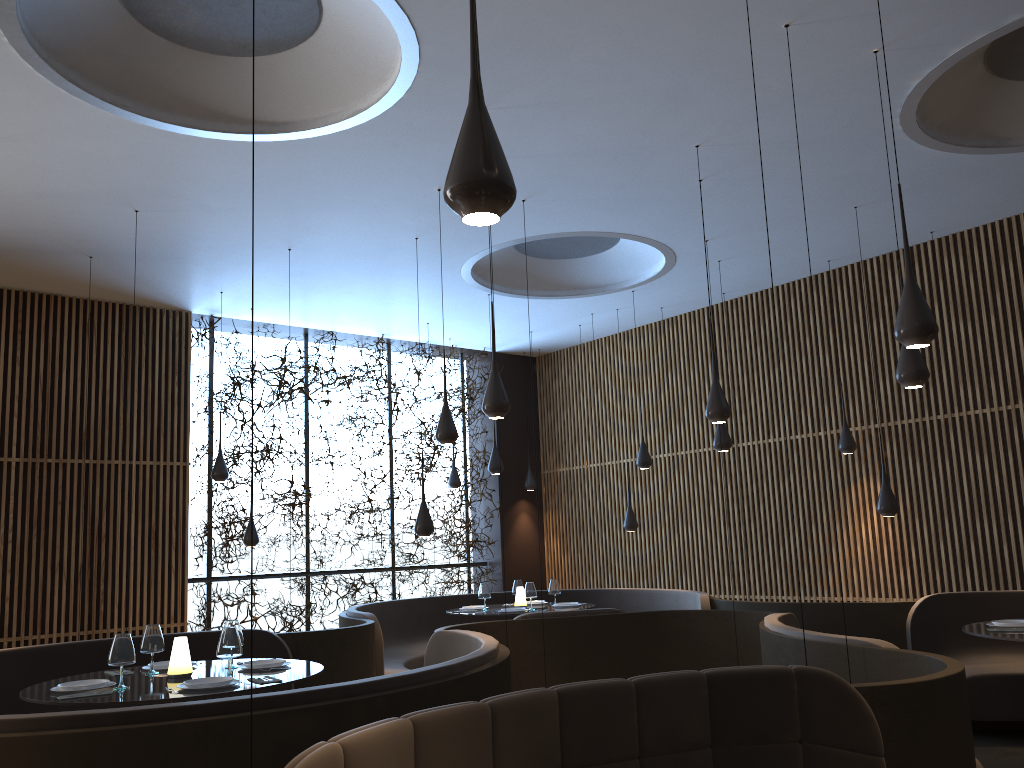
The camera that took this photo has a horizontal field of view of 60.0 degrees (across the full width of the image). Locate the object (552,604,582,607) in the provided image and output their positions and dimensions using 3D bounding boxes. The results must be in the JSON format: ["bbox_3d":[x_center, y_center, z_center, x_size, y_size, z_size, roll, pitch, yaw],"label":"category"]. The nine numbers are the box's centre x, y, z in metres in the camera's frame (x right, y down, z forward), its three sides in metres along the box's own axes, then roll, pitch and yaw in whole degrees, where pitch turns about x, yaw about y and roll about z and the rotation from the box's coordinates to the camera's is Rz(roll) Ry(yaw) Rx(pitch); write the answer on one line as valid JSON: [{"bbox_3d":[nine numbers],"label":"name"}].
[{"bbox_3d":[0.609,2.460,9.847,0.332,0.014,0.332,-10,-13,35],"label":"object"}]

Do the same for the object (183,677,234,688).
[{"bbox_3d":[-1.655,1.631,4.838,0.263,0.029,0.264,2,-11,-23],"label":"object"}]

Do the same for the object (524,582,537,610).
[{"bbox_3d":[0.199,2.284,9.544,0.142,0.294,0.142,-11,-13,43],"label":"object"}]

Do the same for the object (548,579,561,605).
[{"bbox_3d":[0.485,2.367,10.065,0.142,0.294,0.142,-3,-9,4],"label":"object"}]

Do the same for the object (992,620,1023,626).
[{"bbox_3d":[3.435,1.641,6.073,0.263,0.029,0.264,4,-12,-32],"label":"object"}]

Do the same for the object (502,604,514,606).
[{"bbox_3d":[-0.039,2.610,10.476,0.126,0.017,0.263,-4,-10,7],"label":"object"}]

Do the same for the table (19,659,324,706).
[{"bbox_3d":[-1.953,2.247,5.193,1.673,1.020,1.678,3,-11,-29],"label":"table"}]

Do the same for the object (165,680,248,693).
[{"bbox_3d":[-1.658,1.642,4.833,0.411,0.012,0.205,5,-13,-37],"label":"object"}]

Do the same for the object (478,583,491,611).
[{"bbox_3d":[-0.303,2.353,9.805,0.142,0.294,0.142,6,-13,-44],"label":"object"}]

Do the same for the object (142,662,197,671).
[{"bbox_3d":[-2.216,1.829,5.738,0.332,0.014,0.333,4,-12,-30],"label":"object"}]

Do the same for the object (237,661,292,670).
[{"bbox_3d":[-1.555,1.771,5.574,0.332,0.014,0.333,2,-11,-21],"label":"object"}]

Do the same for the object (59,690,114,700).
[{"bbox_3d":[-2.248,1.645,4.680,0.262,0.017,0.127,4,-12,-31],"label":"object"}]

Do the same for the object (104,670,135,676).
[{"bbox_3d":[-2.467,1.817,5.570,0.126,0.017,0.263,5,-13,-37],"label":"object"}]

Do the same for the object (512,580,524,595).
[{"bbox_3d":[0.073,2.426,10.294,0.142,0.294,0.142,5,-12,-38],"label":"object"}]

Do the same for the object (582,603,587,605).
[{"bbox_3d":[0.715,2.514,10.126,0.262,0.017,0.127,-5,-11,16],"label":"object"}]

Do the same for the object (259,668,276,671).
[{"bbox_3d":[-1.552,1.772,5.570,0.204,0.012,0.412,4,-12,-31],"label":"object"}]

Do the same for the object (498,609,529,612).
[{"bbox_3d":[0.016,2.401,9.386,0.332,0.014,0.332,-10,-13,36],"label":"object"}]

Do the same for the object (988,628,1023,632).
[{"bbox_3d":[3.274,1.618,5.817,0.262,0.017,0.127,-8,-12,28],"label":"object"}]

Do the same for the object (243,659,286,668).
[{"bbox_3d":[-1.555,1.762,5.575,0.263,0.029,0.264,7,-14,-43],"label":"object"}]

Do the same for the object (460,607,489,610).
[{"bbox_3d":[-0.428,2.527,9.973,0.332,0.014,0.333,7,-14,-41],"label":"object"}]

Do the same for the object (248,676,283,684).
[{"bbox_3d":[-1.391,1.664,4.984,0.126,0.017,0.263,4,-12,-33],"label":"object"}]

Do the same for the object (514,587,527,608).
[{"bbox_3d":[0.095,2.391,9.938,0.142,0.231,0.145,-8,-11,31],"label":"object"}]

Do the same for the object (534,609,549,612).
[{"bbox_3d":[0.308,2.382,9.309,0.126,0.017,0.263,-4,-11,11],"label":"object"}]

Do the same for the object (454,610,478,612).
[{"bbox_3d":[-0.515,2.486,9.685,0.262,0.017,0.127,-5,-11,13],"label":"object"}]

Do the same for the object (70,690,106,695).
[{"bbox_3d":[-2.392,1.694,4.948,0.204,0.012,0.412,5,-13,-35],"label":"object"}]

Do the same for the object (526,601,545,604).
[{"bbox_3d":[0.257,2.571,10.424,0.264,0.029,0.263,-12,-14,42],"label":"object"}]

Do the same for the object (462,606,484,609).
[{"bbox_3d":[-0.429,2.518,9.974,0.263,0.029,0.264,-2,-10,-3],"label":"object"}]

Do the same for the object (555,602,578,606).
[{"bbox_3d":[0.609,2.451,9.848,0.264,0.029,0.263,-11,-13,39],"label":"object"}]

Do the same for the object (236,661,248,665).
[{"bbox_3d":[-1.677,1.833,5.845,0.262,0.017,0.127,3,-12,-27],"label":"object"}]

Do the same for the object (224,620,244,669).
[{"bbox_3d":[-1.785,1.657,5.653,0.142,0.294,0.142,0,-10,-18],"label":"object"}]

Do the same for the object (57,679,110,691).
[{"bbox_3d":[-2.389,1.682,4.946,0.263,0.029,0.264,2,-11,-25],"label":"object"}]

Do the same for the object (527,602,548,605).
[{"bbox_3d":[0.257,2.581,10.423,0.332,0.014,0.333,6,-14,-40],"label":"object"}]

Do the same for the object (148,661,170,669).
[{"bbox_3d":[-2.216,1.820,5.740,0.263,0.029,0.264,-6,-11,17],"label":"object"}]

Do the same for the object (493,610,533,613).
[{"bbox_3d":[0.012,2.403,9.386,0.411,0.012,0.205,-4,-10,7],"label":"object"}]

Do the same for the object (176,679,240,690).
[{"bbox_3d":[-1.654,1.641,4.837,0.332,0.014,0.333,3,-12,-29],"label":"object"}]

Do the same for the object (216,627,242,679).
[{"bbox_3d":[-1.621,1.546,5.085,0.142,0.294,0.142,-6,-10,22],"label":"object"}]

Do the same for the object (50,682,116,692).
[{"bbox_3d":[-2.389,1.692,4.944,0.332,0.014,0.333,-8,-12,26],"label":"object"}]

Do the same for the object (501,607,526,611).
[{"bbox_3d":[0.016,2.392,9.388,0.263,0.029,0.264,4,-12,-33],"label":"object"}]

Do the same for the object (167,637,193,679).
[{"bbox_3d":[-1.979,1.630,5.290,0.144,0.231,0.143,2,-10,-23],"label":"object"}]

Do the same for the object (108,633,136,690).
[{"bbox_3d":[-2.166,1.540,4.922,0.142,0.294,0.142,-4,-9,12],"label":"object"}]

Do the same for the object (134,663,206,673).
[{"bbox_3d":[-2.213,1.831,5.741,0.411,0.012,0.205,7,-14,-41],"label":"object"}]

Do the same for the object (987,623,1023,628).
[{"bbox_3d":[3.435,1.651,6.072,0.332,0.014,0.332,-11,-13,38],"label":"object"}]

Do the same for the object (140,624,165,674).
[{"bbox_3d":[-2.243,1.654,5.530,0.142,0.294,0.142,-5,-10,17],"label":"object"}]
